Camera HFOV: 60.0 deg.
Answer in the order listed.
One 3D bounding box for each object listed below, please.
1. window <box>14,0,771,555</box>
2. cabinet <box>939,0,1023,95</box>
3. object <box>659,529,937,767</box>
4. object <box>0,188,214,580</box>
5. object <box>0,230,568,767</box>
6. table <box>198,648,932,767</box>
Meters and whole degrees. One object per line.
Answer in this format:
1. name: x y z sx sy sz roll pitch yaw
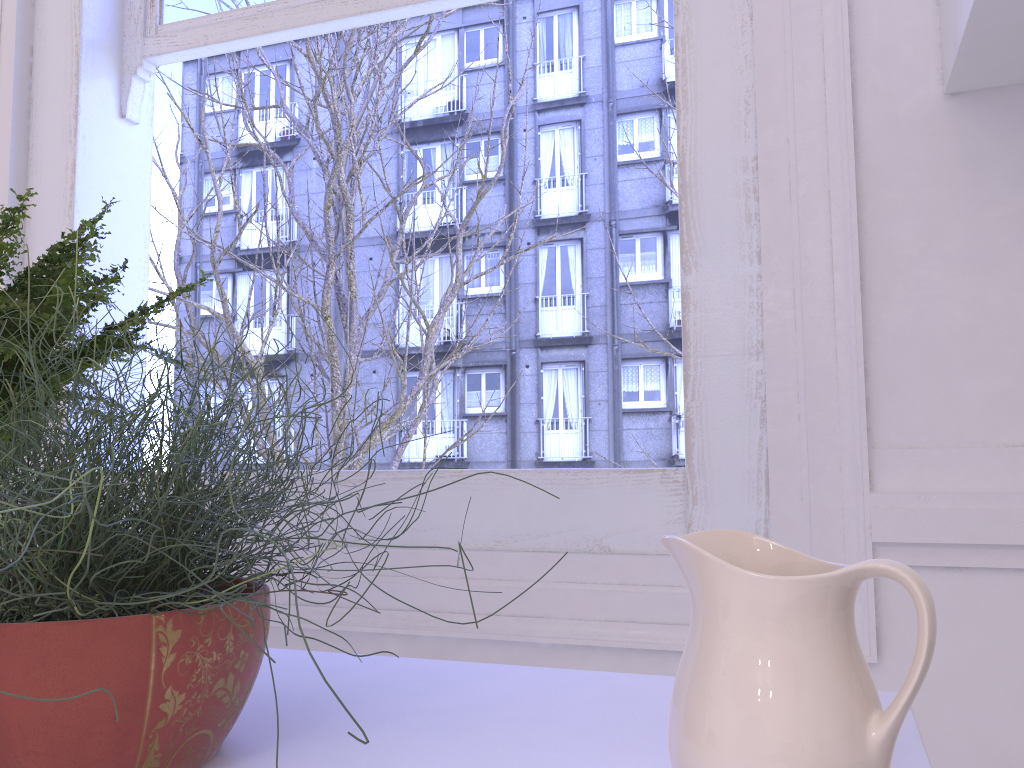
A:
1. window: -0.239 -0.643 1.456 1.234 1.782 0.181 -2 -6 19
2. cabinet: 0.813 -1.022 0.755 0.823 1.311 0.425 -2 -6 19
3. object: 0.148 0.159 0.484 0.127 0.152 0.115 -1 -5 2
4. object: -0.572 0.008 0.823 0.438 0.527 0.368 -2 -6 19
5. object: -0.267 0.084 0.605 0.668 0.367 0.531 -6 -7 44
6. table: -0.504 0.564 0.618 1.514 0.619 0.736 -2 -6 19
